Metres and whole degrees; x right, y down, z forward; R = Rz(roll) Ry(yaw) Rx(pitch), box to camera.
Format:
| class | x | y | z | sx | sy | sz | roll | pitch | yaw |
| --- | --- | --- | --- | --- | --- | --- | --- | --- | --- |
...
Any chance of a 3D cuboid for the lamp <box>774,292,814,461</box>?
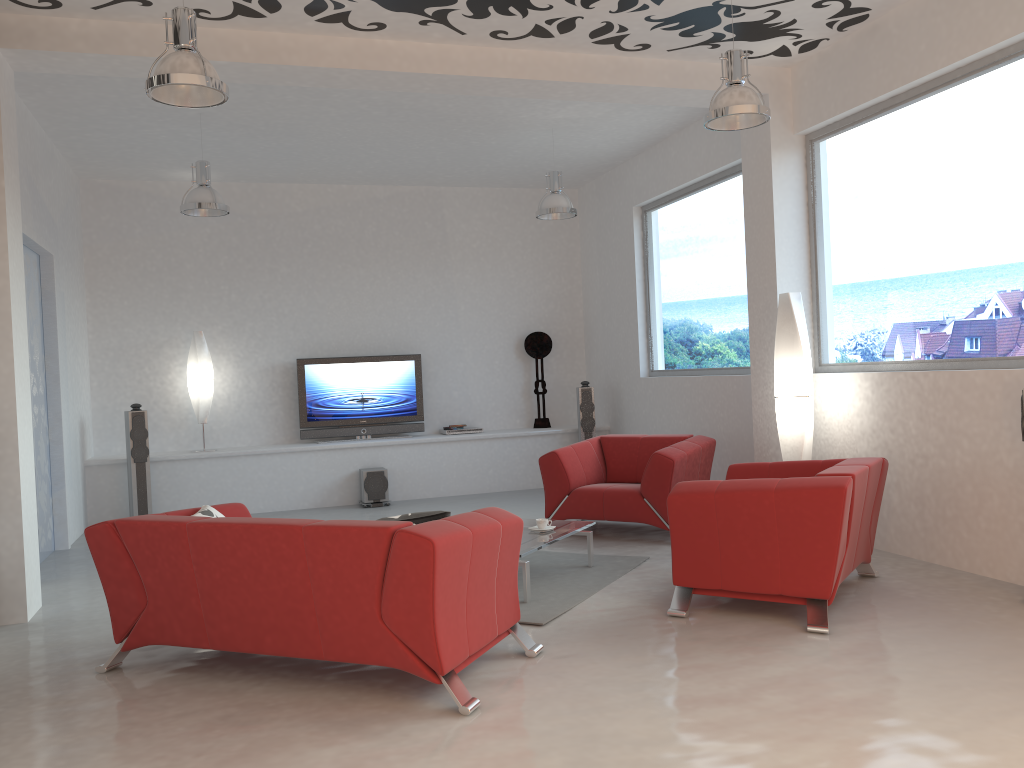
| class | x | y | z | sx | sy | sz | roll | pitch | yaw |
| --- | --- | --- | --- | --- | --- | --- | --- | --- | --- |
| lamp | 2.000 | 0.249 | 6.261 | 0.313 | 1.779 | 0.313 | -3 | 1 | -26 |

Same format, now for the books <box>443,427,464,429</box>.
| class | x | y | z | sx | sy | sz | roll | pitch | yaw |
| --- | --- | --- | --- | --- | --- | --- | --- | --- | --- |
| books | -0.664 | 0.492 | 10.052 | 0.190 | 0.015 | 0.135 | -3 | 1 | -38 |

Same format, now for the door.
| class | x | y | z | sx | sy | sz | roll | pitch | yaw |
| --- | --- | --- | --- | --- | --- | --- | --- | --- | --- |
| door | -3.678 | 0.119 | 6.720 | 0.240 | 2.550 | 1.600 | -3 | 1 | -18 |

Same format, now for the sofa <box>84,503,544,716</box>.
| class | x | y | z | sx | sy | sz | roll | pitch | yaw |
| --- | --- | --- | --- | --- | --- | --- | --- | --- | --- |
| sofa | -0.922 | 0.930 | 4.107 | 1.929 | 0.738 | 0.951 | -2 | 1 | 22 |

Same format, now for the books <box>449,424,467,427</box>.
| class | x | y | z | sx | sy | sz | roll | pitch | yaw |
| --- | --- | --- | --- | --- | --- | --- | --- | --- | --- |
| books | -0.615 | 0.475 | 10.062 | 0.190 | 0.015 | 0.135 | -3 | 1 | -8 |

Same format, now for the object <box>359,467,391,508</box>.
| class | x | y | z | sx | sy | sz | roll | pitch | yaw |
| --- | --- | --- | --- | --- | --- | --- | --- | --- | --- |
| object | -1.437 | 1.075 | 9.226 | 0.336 | 0.374 | 0.337 | -3 | 1 | -18 |

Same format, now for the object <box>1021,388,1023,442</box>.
| class | x | y | z | sx | sy | sz | roll | pitch | yaw |
| --- | --- | --- | --- | --- | --- | --- | --- | --- | --- |
| object | 2.748 | 0.569 | 4.520 | 0.229 | 1.112 | 0.214 | -2 | 1 | 37 |

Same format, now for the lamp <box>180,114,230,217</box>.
| class | x | y | z | sx | sy | sz | roll | pitch | yaw |
| --- | --- | --- | --- | --- | --- | --- | --- | --- | --- |
| lamp | -2.480 | -1.773 | 7.112 | 0.379 | 0.800 | 0.379 | -3 | 1 | -21 |

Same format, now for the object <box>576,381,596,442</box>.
| class | x | y | z | sx | sy | sz | roll | pitch | yaw |
| --- | --- | --- | --- | --- | --- | --- | --- | --- | --- |
| object | 0.839 | 0.557 | 9.915 | 0.255 | 1.184 | 0.273 | -3 | 1 | -3 |

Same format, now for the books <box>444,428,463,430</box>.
| class | x | y | z | sx | sy | sz | roll | pitch | yaw |
| --- | --- | --- | --- | --- | --- | --- | --- | --- | --- |
| books | -0.662 | 0.507 | 10.049 | 0.135 | 0.015 | 0.190 | -2 | 1 | 37 |

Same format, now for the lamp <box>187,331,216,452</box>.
| class | x | y | z | sx | sy | sz | roll | pitch | yaw |
| --- | --- | --- | --- | --- | --- | --- | --- | --- | --- |
| lamp | -3.219 | 0.074 | 9.183 | 0.263 | 1.239 | 0.263 | -3 | 1 | -26 |

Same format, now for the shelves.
| class | x | y | z | sx | sy | sz | roll | pitch | yaw |
| --- | --- | --- | --- | --- | --- | --- | --- | --- | --- |
| shelves | -1.592 | 0.639 | 9.662 | 5.500 | 0.050 | 0.650 | -3 | 1 | -18 |

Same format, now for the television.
| class | x | y | z | sx | sy | sz | roll | pitch | yaw |
| --- | --- | --- | --- | --- | --- | --- | --- | --- | --- |
| television | -1.654 | 0.155 | 9.766 | 1.356 | 0.919 | 0.343 | -3 | 1 | -18 |

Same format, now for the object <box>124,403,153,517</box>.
| class | x | y | z | sx | sy | sz | roll | pitch | yaw |
| --- | --- | --- | --- | --- | --- | --- | --- | --- | --- |
| object | -3.588 | 0.778 | 8.517 | 0.255 | 1.184 | 0.273 | -3 | 1 | -33 |

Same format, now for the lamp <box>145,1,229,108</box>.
| class | x | y | z | sx | sy | sz | roll | pitch | yaw |
| --- | --- | --- | --- | --- | --- | --- | --- | --- | --- |
| lamp | -1.574 | -1.780 | 4.252 | 0.379 | 0.800 | 0.379 | -3 | 1 | -25 |

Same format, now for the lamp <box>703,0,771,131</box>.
| class | x | y | z | sx | sy | sz | roll | pitch | yaw |
| --- | --- | --- | --- | --- | --- | --- | --- | --- | --- |
| lamp | 1.291 | -1.923 | 5.160 | 0.379 | 0.800 | 0.379 | -3 | 1 | 11 |

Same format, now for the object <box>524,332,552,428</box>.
| class | x | y | z | sx | sy | sz | roll | pitch | yaw |
| --- | --- | --- | --- | --- | --- | --- | --- | --- | --- |
| object | 0.329 | -0.049 | 10.395 | 0.331 | 1.130 | 0.108 | -3 | 1 | 7 |

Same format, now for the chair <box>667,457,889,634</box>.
| class | x | y | z | sx | sy | sz | roll | pitch | yaw |
| --- | --- | --- | --- | --- | --- | --- | --- | --- | --- |
| chair | 1.501 | 0.809 | 4.931 | 0.951 | 0.738 | 1.288 | -2 | 1 | 32 |

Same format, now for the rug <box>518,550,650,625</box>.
| class | x | y | z | sx | sy | sz | roll | pitch | yaw |
| --- | --- | --- | --- | --- | --- | --- | --- | --- | --- |
| rug | -0.203 | 1.243 | 5.688 | 1.700 | 0.025 | 1.700 | -2 | 1 | 27 |

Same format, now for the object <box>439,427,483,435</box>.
| class | x | y | z | sx | sy | sz | roll | pitch | yaw |
| --- | --- | --- | --- | --- | --- | --- | --- | --- | --- |
| object | -0.579 | 0.532 | 10.104 | 0.430 | 0.045 | 0.352 | -3 | 1 | -18 |

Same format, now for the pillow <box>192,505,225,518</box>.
| class | x | y | z | sx | sy | sz | roll | pitch | yaw |
| --- | --- | --- | --- | --- | --- | --- | --- | --- | --- |
| pillow | -1.406 | 0.773 | 4.301 | 0.288 | 0.343 | 0.402 | -3 | 1 | -10 |

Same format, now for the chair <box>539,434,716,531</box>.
| class | x | y | z | sx | sy | sz | roll | pitch | yaw |
| --- | --- | --- | --- | --- | --- | --- | --- | --- | --- |
| chair | 0.938 | 0.809 | 7.122 | 1.288 | 0.738 | 0.951 | -2 | 1 | 32 |

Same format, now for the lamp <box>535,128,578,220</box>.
| class | x | y | z | sx | sy | sz | roll | pitch | yaw |
| --- | --- | --- | --- | --- | --- | --- | --- | --- | --- |
| lamp | 0.385 | -1.916 | 8.020 | 0.379 | 0.800 | 0.379 | -2 | 1 | 22 |

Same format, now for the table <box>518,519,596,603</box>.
| class | x | y | z | sx | sy | sz | roll | pitch | yaw |
| --- | --- | --- | --- | --- | --- | --- | --- | --- | --- |
| table | -0.203 | 1.097 | 5.697 | 1.162 | 0.286 | 1.097 | -2 | 1 | 27 |

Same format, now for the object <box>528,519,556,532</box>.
| class | x | y | z | sx | sy | sz | roll | pitch | yaw |
| --- | --- | --- | --- | --- | --- | --- | --- | --- | --- |
| object | 0.191 | 0.902 | 5.677 | 0.153 | 0.069 | 0.153 | -2 | 1 | 39 |

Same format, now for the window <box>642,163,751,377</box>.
| class | x | y | z | sx | sy | sz | roll | pitch | yaw |
| --- | --- | --- | --- | --- | --- | --- | --- | --- | --- |
| window | 1.819 | -0.979 | 8.256 | 0.100 | 1.800 | 2.400 | -3 | 1 | -18 |

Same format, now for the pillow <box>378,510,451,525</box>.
| class | x | y | z | sx | sy | sz | roll | pitch | yaw |
| --- | --- | --- | --- | --- | --- | --- | --- | --- | --- |
| pillow | -0.487 | 0.735 | 3.915 | 0.402 | 0.343 | 0.288 | -3 | 1 | -25 |

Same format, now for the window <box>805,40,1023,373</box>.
| class | x | y | z | sx | sy | sz | roll | pitch | yaw |
| --- | --- | --- | --- | --- | --- | --- | --- | --- | --- |
| window | 2.665 | -0.986 | 5.586 | 0.100 | 1.800 | 2.400 | -3 | 1 | -18 |
